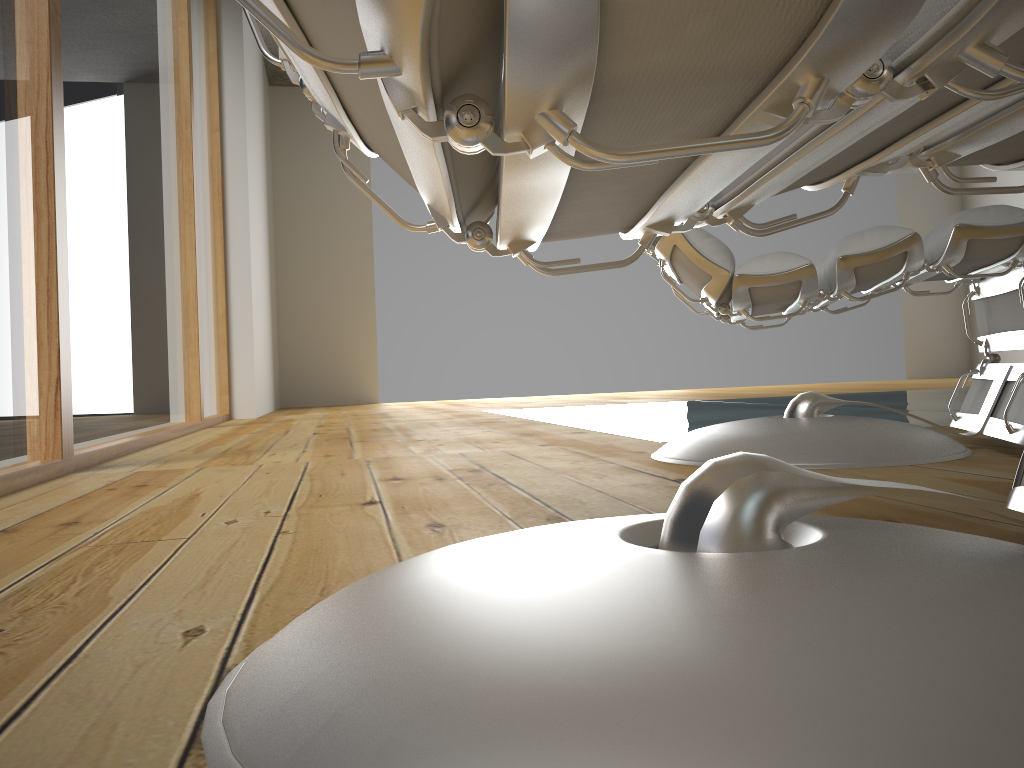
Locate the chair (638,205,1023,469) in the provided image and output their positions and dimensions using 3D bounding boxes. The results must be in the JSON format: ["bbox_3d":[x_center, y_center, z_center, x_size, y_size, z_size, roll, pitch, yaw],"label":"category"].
[{"bbox_3d":[0.488,-0.359,1.626,0.913,0.969,0.569,-2,-1,14],"label":"chair"}]

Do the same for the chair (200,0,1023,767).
[{"bbox_3d":[0.076,-0.334,0.505,0.914,0.969,0.569,-2,-1,-1],"label":"chair"}]
